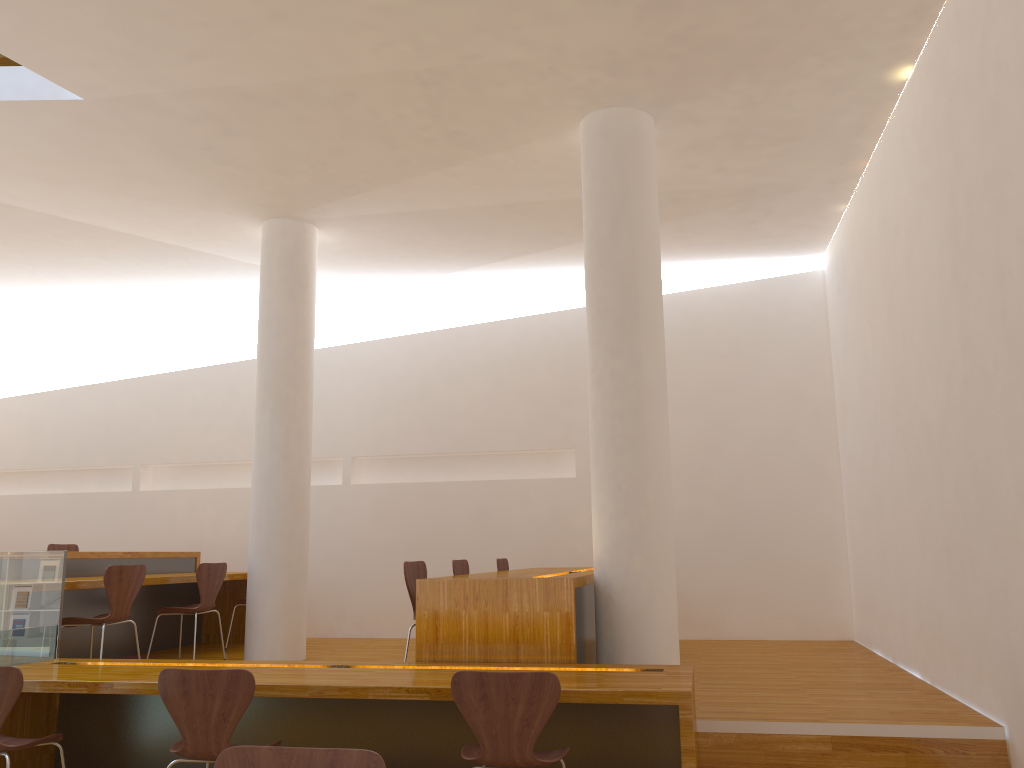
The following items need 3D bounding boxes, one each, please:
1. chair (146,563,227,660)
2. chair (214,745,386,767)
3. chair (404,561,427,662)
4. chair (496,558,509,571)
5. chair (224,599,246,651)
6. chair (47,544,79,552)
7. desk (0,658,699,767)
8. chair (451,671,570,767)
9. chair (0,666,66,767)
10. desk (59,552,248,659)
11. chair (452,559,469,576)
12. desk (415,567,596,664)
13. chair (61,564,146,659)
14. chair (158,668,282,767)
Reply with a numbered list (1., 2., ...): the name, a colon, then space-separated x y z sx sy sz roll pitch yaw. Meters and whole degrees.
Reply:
1. chair: -2.254 1.602 6.184 0.381 0.693 0.428 -3 -11 11
2. chair: -0.478 1.082 1.653 0.428 0.693 0.381 -3 -11 11
3. chair: -0.371 1.315 4.831 0.381 0.693 0.428 -3 -11 11
4. chair: 0.092 1.694 6.834 0.381 0.693 0.428 -3 -11 11
5. chair: -2.063 1.808 7.268 0.381 0.693 0.428 -3 -11 11
6. chair: -3.745 1.727 7.639 0.381 0.693 0.428 -3 -11 11
7. desk: -0.833 1.548 3.797 3.185 0.606 0.760 -3 -11 11
8. chair: 0.014 1.369 3.184 0.428 0.693 0.381 -3 -11 11
9. chair: -2.040 1.470 3.560 0.428 0.693 0.381 -3 -11 11
10. desk: -3.073 1.590 6.298 1.527 0.785 3.243 -3 -11 11
11. chair: -0.173 1.492 5.765 0.381 0.693 0.428 -3 -11 11
12. desk: 0.239 1.504 5.650 0.760 0.606 3.185 -3 -11 11
13. chair: -2.451 1.425 5.250 0.381 0.693 0.428 -3 -11 11
14. chair: -1.090 1.420 3.368 0.428 0.693 0.381 -3 -11 11
